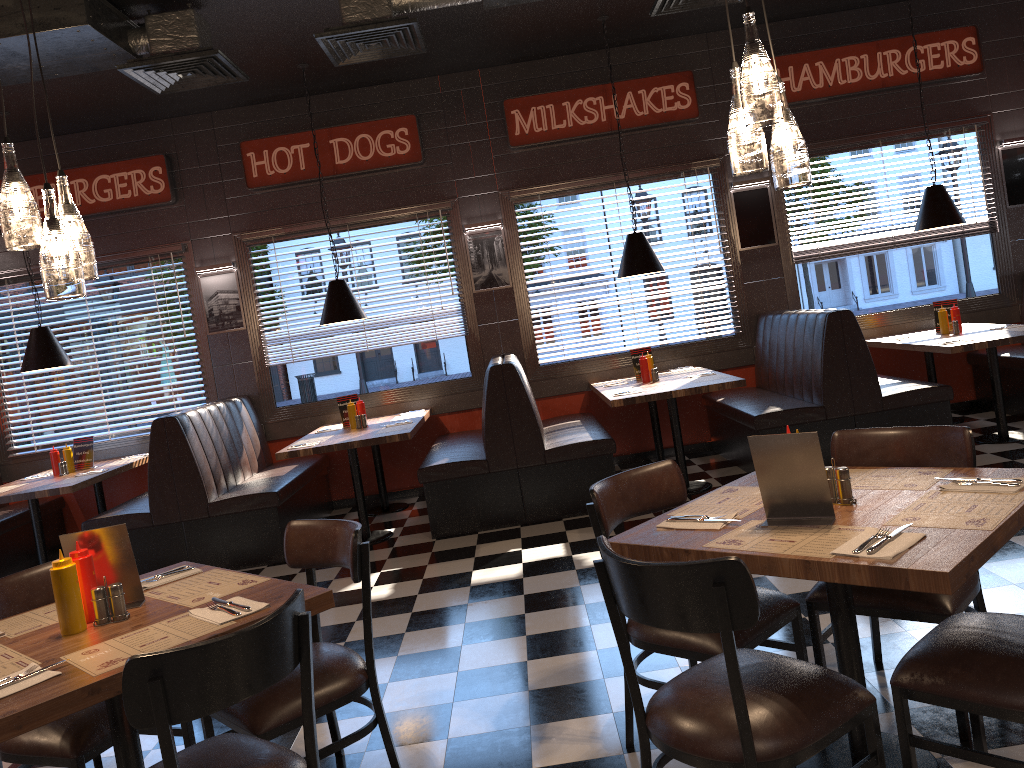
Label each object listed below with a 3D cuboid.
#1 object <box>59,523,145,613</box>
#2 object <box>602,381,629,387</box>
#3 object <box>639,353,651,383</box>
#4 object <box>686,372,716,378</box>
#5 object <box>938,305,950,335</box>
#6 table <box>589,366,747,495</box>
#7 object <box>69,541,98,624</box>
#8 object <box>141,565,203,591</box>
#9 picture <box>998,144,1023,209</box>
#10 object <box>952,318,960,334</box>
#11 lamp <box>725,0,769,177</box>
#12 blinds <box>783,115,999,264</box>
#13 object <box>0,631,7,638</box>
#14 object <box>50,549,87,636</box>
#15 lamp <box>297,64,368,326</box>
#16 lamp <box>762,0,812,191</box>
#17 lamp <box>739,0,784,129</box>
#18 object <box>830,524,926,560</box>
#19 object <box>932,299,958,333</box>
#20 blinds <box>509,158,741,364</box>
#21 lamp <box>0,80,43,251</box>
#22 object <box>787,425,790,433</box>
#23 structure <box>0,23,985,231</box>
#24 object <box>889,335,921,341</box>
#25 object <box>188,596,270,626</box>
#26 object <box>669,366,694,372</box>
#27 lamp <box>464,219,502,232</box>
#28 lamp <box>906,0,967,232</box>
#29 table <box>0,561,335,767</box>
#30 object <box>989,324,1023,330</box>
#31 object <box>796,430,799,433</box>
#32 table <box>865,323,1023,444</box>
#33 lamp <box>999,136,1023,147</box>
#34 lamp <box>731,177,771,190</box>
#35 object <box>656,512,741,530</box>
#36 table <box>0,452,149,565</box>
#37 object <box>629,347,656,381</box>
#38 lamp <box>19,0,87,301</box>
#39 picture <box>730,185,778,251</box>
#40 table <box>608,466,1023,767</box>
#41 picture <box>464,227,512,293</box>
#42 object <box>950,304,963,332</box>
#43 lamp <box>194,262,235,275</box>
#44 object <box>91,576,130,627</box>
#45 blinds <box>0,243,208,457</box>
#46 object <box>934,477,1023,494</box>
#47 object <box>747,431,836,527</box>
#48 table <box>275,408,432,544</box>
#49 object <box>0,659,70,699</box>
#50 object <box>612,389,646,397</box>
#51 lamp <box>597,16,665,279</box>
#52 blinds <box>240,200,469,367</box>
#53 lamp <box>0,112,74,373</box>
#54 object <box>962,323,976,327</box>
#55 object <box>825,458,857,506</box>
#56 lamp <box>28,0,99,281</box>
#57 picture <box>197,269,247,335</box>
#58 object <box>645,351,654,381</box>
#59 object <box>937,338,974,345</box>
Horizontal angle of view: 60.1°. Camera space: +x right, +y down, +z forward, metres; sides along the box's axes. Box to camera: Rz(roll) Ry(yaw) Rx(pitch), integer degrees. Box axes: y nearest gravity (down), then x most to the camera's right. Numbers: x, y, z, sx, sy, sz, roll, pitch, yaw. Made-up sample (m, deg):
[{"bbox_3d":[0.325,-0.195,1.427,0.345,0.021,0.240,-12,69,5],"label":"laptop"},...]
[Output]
[{"bbox_3d":[-1.233,0.557,2.671,0.188,0.256,0.072,-9,2,-10],"label":"object"},{"bbox_3d":[0.866,-0.005,7.276,0.255,0.019,0.158,-9,4,-4],"label":"object"},{"bbox_3d":[1.057,-0.131,7.070,0.067,0.237,0.068,-8,2,24],"label":"object"},{"bbox_3d":[1.450,-0.068,6.886,0.255,0.019,0.158,-9,4,-1],"label":"object"},{"bbox_3d":[3.477,-0.519,7.136,0.068,0.237,0.068,-9,2,-12],"label":"object"},{"bbox_3d":[1.218,0.358,7.045,0.956,0.772,1.695,-9,4,0],"label":"table"},{"bbox_3d":[-1.254,0.576,2.593,0.068,0.237,0.068,-9,2,6],"label":"object"},{"bbox_3d":[-1.182,0.648,2.961,0.256,0.019,0.157,-13,6,-42],"label":"object"},{"bbox_3d":[4.510,-1.843,7.834,0.351,0.536,0.012,-9,2,0],"label":"picture"},{"bbox_3d":[3.506,-0.461,7.002,0.046,0.136,0.094,-8,3,25],"label":"object"},{"bbox_3d":[0.543,-1.585,2.556,0.108,1.963,0.109,-7,2,42],"label":"lamp"},{"bbox_3d":[3.322,-1.703,7.824,1.868,1.038,0.099,-9,2,0],"label":"blinds"},{"bbox_3d":[-1.577,0.740,2.578,0.254,0.019,0.158,-5,6,45],"label":"object"},{"bbox_3d":[-1.255,0.584,2.500,0.068,0.237,0.068,-9,2,6],"label":"object"},{"bbox_3d":[-1.492,-1.498,6.987,0.383,2.041,0.381,-10,2,-18],"label":"lamp"},{"bbox_3d":[0.673,-1.547,2.571,0.108,1.963,0.109,-9,2,12],"label":"lamp"},{"bbox_3d":[0.547,-1.689,2.423,0.109,1.963,0.108,-10,2,-28],"label":"lamp"},{"bbox_3d":[0.904,0.379,2.166,0.256,0.019,0.157,-13,6,-43],"label":"object"},{"bbox_3d":[3.604,-0.565,7.345,0.188,0.256,0.072,-7,2,30],"label":"object"},{"bbox_3d":[1.016,-1.078,7.839,1.868,1.550,0.101,-9,2,0],"label":"blinds"},{"bbox_3d":[-1.568,-1.363,2.547,0.109,1.963,0.108,-11,2,-43],"label":"lamp"},{"bbox_3d":[0.840,0.241,2.644,0.068,0.237,0.068,-9,2,6],"label":"object"},{"bbox_3d":[0.710,-2.391,7.754,11.260,0.438,0.120,-9,2,0],"label":"structure"},{"bbox_3d":[3.236,-0.379,7.253,0.255,0.019,0.158,-9,4,0],"label":"object"},{"bbox_3d":[-0.804,0.625,2.483,0.158,0.019,0.254,-13,6,-43],"label":"object"},{"bbox_3d":[1.453,-0.132,7.725,0.255,0.019,0.158,-9,4,6],"label":"object"},{"bbox_3d":[-0.254,-1.393,7.803,0.334,0.056,0.081,-9,3,0],"label":"lamp"},{"bbox_3d":[3.226,-2.244,6.975,0.383,2.041,0.381,-11,2,-41],"label":"lamp"},{"bbox_3d":[-1.120,1.072,2.533,0.954,0.773,0.964,-6,5,45],"label":"table"},{"bbox_3d":[3.815,-0.440,6.856,0.255,0.019,0.158,-9,4,-3],"label":"object"},{"bbox_3d":[0.838,0.248,2.551,0.068,0.237,0.068,-9,2,6],"label":"object"},{"bbox_3d":[3.589,-0.017,7.039,0.956,0.772,1.695,-9,4,0],"label":"table"},{"bbox_3d":[4.465,-2.139,7.791,0.334,0.056,0.081,-9,3,0],"label":"lamp"},{"bbox_3d":[2.099,-1.765,7.797,0.334,0.056,0.081,-9,3,0],"label":"lamp"},{"bbox_3d":[0.565,0.398,2.609,0.254,0.019,0.158,-6,5,38],"label":"object"},{"bbox_3d":[-3.496,1.103,7.058,0.956,0.772,1.695,-9,4,0],"label":"table"},{"bbox_3d":[1.096,-0.170,7.373,0.188,0.256,0.072,-9,2,-10],"label":"object"},{"bbox_3d":[-1.400,-1.209,2.450,0.108,1.963,0.109,-9,2,12],"label":"lamp"},{"bbox_3d":[2.144,-1.469,7.840,0.351,0.536,0.012,-9,2,0],"label":"picture"},{"bbox_3d":[0.995,0.733,2.586,0.954,0.773,0.964,-6,5,45],"label":"table"},{"bbox_3d":[-0.211,-1.097,7.846,0.351,0.536,0.012,-9,2,0],"label":"picture"},{"bbox_3d":[3.567,-0.532,7.118,0.068,0.237,0.068,-9,2,-12],"label":"object"},{"bbox_3d":[-2.618,-1.019,7.809,0.334,0.056,0.081,-9,3,0],"label":"lamp"},{"bbox_3d":[-1.160,0.618,2.545,0.094,0.136,0.047,-9,2,-10],"label":"object"},{"bbox_3d":[-3.701,-0.291,7.852,1.868,1.633,0.099,-9,2,0],"label":"blinds"},{"bbox_3d":[1.332,0.282,2.540,0.158,0.019,0.254,-13,6,-42],"label":"object"},{"bbox_3d":[0.770,0.258,2.442,0.188,0.256,0.072,-7,2,30],"label":"object"},{"bbox_3d":[-1.127,0.729,7.051,0.956,0.772,1.695,-9,4,0],"label":"table"},{"bbox_3d":[-1.203,0.715,2.136,0.157,0.019,0.256,-6,5,39],"label":"object"},{"bbox_3d":[0.858,0.059,6.458,0.255,0.019,0.158,-9,4,1],"label":"object"},{"bbox_3d":[0.863,-1.871,6.981,0.383,2.041,0.381,-10,2,-18],"label":"lamp"},{"bbox_3d":[-1.370,-0.877,7.839,1.868,1.204,0.100,-9,2,0],"label":"blinds"},{"bbox_3d":[-3.845,-1.126,6.994,0.383,2.041,0.381,-11,2,-41],"label":"lamp"},{"bbox_3d":[3.834,-0.502,7.630,0.255,0.019,0.158,-9,4,2],"label":"object"},{"bbox_3d":[0.944,0.282,2.581,0.047,0.136,0.093,-11,3,-40],"label":"object"},{"bbox_3d":[-1.424,-1.274,2.571,0.109,1.963,0.108,-10,2,-18],"label":"lamp"},{"bbox_3d":[-2.571,-0.723,7.853,0.351,0.536,0.012,-9,2,0],"label":"picture"},{"bbox_3d":[1.111,-0.145,7.145,0.067,0.237,0.068,-8,2,24],"label":"object"},{"bbox_3d":[3.227,-0.313,6.409,0.255,0.019,0.158,-9,4,6],"label":"object"}]
